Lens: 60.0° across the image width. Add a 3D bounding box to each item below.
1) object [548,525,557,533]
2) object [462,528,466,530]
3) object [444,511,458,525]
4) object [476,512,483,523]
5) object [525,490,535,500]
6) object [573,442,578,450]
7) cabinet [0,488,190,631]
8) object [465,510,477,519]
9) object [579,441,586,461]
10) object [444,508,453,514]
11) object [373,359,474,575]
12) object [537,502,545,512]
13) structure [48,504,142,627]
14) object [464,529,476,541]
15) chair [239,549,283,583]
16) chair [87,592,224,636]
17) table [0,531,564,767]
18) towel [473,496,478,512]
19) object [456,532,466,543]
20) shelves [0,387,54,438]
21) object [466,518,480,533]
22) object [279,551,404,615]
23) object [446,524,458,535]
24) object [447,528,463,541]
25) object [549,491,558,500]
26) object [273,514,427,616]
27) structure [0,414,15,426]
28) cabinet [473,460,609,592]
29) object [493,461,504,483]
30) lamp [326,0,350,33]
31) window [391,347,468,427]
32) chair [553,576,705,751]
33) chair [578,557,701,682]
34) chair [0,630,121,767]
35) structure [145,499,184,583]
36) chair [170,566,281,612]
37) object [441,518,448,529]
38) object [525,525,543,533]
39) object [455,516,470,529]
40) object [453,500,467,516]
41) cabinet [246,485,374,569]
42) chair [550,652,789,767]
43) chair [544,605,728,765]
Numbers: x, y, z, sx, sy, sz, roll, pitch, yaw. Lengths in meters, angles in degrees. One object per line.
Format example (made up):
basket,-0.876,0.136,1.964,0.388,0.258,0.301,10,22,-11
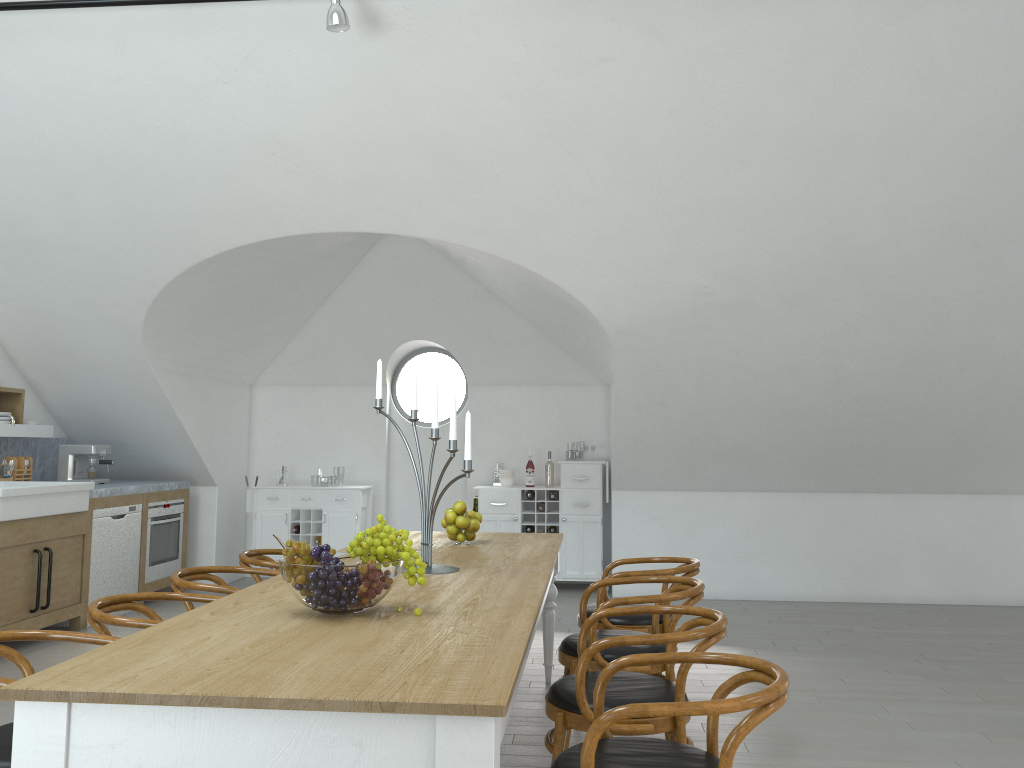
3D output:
object,0.374,1.329,8.122,0.081,0.081,0.357,0,-4,3
object,-0.232,0.702,4.480,0.076,0.077,0.076,3,-6,-28
object,-0.302,0.663,4.388,0.066,0.071,0.072,3,-5,-25
object,-0.179,0.678,4.462,0.063,0.064,0.062,3,-6,-32
object,0.174,1.021,8.174,0.092,0.094,0.358,0,-4,6
object,0.597,0.634,8.313,0.054,0.179,0.054,0,-6,-1
cabinet,-3.592,1.202,4.619,1.004,1.025,6.411,0,-4,5
object,-0.205,0.658,4.414,0.058,0.057,0.053,-1,-5,20
object,0.659,0.631,8.325,0.063,0.187,0.063,1,-6,-9
object,-0.309,0.653,4.475,0.062,0.060,0.062,0,-5,6
object,-0.360,0.301,3.592,0.265,0.877,0.773,2,-5,-21
object,0.274,1.132,8.161,0.085,0.086,0.330,0,-4,5
structure,-3.246,1.331,6.642,0.598,0.825,0.722,0,-5,5
object,-0.211,0.753,4.428,0.063,0.064,0.063,-1,-5,16
chair,-1.106,1.241,4.588,0.621,0.737,0.526,0,-5,2
chair,-1.188,1.138,3.145,0.621,0.737,0.526,0,-5,2
table,-0.370,1.122,3.341,1.018,0.801,3.340,0,-4,5
towel,-0.341,1.154,8.316,0.049,0.204,0.149,0,-5,6
object,-0.251,0.756,4.370,0.050,0.050,0.051,0,-5,9
shelves,-3.865,-0.449,4.372,0.480,1.365,5.535,0,-4,0
object,-0.192,0.700,4.380,0.071,0.072,0.070,3,-6,-30
object,-0.499,0.589,2.594,0.360,0.160,0.359,1,-4,-14
object,-0.295,0.716,4.359,0.059,0.056,0.059,0,-5,0
object,-0.285,0.746,4.430,0.080,0.074,0.078,4,-6,-40
object,0.380,1.025,8.147,0.087,0.085,0.359,0,-4,5
object,-0.474,0.525,2.584,0.393,0.285,0.292,3,-6,-31
structure,-3.594,0.474,6.107,0.332,0.531,0.213,2,-6,-14
cabinet,0.271,1.290,8.194,1.242,1.157,0.608,0,-5,5
object,-0.129,0.845,8.452,0.115,0.209,0.065,0,-6,7
lamp,-0.844,-1.805,4.309,0.112,0.175,0.114,4,-6,-32
window,-0.810,0.034,8.894,0.900,0.902,0.060,0,-6,5
chair,0.488,1.186,3.671,0.621,0.737,0.526,0,-5,0
chair,0.622,1.237,4.381,0.621,0.737,0.526,0,-5,8
chair,-1.313,1.087,2.433,0.621,0.737,0.526,0,-5,5
structure,-3.173,1.290,7.400,0.631,0.638,0.630,0,-5,5
chair,-1.182,1.190,3.872,0.621,0.737,0.526,0,-5,8
object,-0.324,0.696,4.439,0.062,0.060,0.062,0,-5,9
object,0.202,1.326,8.144,0.156,0.086,0.330,0,-4,6
object,-0.242,0.677,4.345,0.071,0.064,0.072,0,-5,-1
object,-0.258,0.618,4.415,0.072,0.074,0.072,0,-5,5
cabinet,-1.866,1.344,8.192,1.134,0.791,0.495,0,-5,5
chair,0.382,1.083,2.227,0.621,0.737,0.526,0,-5,9
chair,0.407,1.135,2.951,0.621,0.737,0.526,0,-5,5
